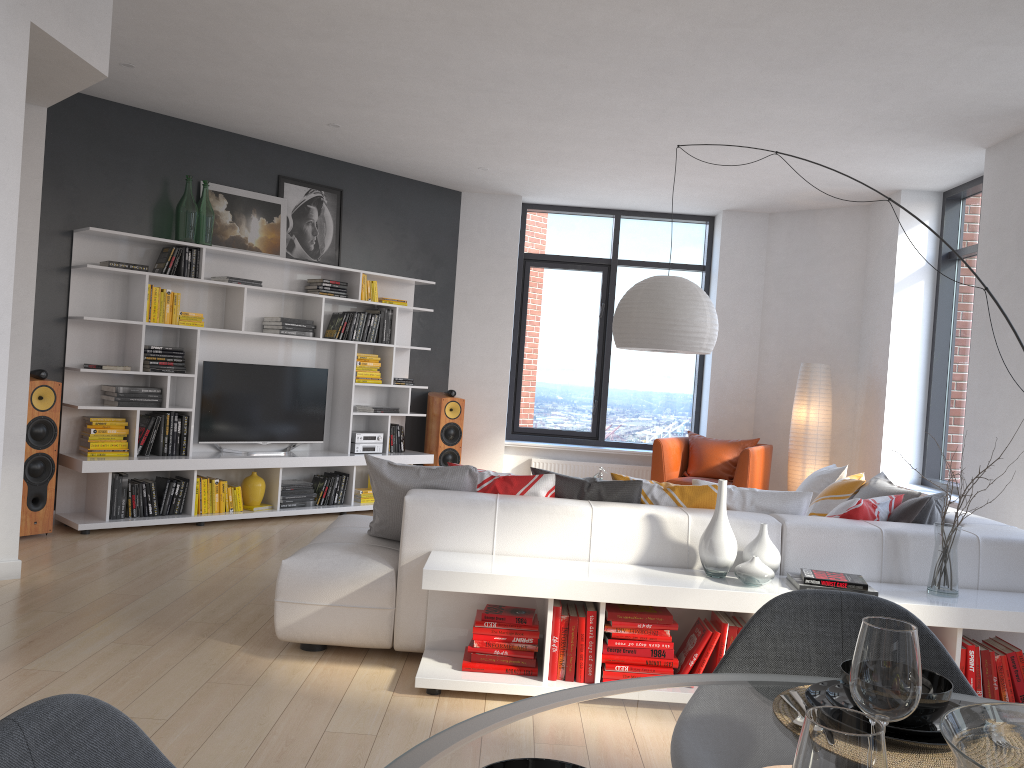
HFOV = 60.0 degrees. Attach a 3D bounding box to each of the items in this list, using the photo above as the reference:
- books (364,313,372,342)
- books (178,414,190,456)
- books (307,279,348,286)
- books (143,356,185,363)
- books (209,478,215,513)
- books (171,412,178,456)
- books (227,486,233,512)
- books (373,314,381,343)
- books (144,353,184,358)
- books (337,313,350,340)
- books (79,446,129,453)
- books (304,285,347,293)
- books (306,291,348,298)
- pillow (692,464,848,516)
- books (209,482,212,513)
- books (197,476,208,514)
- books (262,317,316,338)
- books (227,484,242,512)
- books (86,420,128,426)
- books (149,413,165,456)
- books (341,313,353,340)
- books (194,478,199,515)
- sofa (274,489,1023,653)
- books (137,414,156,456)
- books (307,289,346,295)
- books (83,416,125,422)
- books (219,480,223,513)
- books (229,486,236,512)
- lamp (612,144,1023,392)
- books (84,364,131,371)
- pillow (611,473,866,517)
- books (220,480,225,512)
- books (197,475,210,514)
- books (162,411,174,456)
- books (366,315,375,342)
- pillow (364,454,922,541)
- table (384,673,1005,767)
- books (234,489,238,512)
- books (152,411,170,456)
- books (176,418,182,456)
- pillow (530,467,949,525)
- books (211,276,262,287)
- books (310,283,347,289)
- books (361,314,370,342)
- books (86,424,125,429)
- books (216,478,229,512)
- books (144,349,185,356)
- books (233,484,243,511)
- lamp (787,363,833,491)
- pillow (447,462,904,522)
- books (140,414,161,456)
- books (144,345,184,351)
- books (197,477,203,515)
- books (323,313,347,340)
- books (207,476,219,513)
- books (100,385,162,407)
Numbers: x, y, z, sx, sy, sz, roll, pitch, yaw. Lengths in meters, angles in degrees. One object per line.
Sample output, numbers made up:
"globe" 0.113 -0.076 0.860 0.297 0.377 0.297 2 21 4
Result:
"books" -1.303 -0.487 7.662 0.192 0.254 0.075 5 1 44
"books" -2.481 0.374 6.589 0.051 0.297 0.230 3 1 -45
"books" -1.546 -0.847 7.427 0.209 0.030 0.266 5 1 39
"books" -2.557 -0.182 6.460 0.284 0.030 0.214 4 1 -36
"books" -2.276 0.831 6.649 0.041 0.252 0.180 3 1 -45
"books" -2.535 0.363 6.541 0.034 0.315 0.239 3 1 -45
"books" -2.173 0.870 6.749 0.056 0.188 0.138 3 1 -45
"books" -1.232 -0.486 7.731 0.066 0.260 0.197 3 1 -45
"books" -2.559 -0.208 6.462 0.264 0.020 0.189 3 1 -41
"books" -1.470 -0.486 7.501 0.096 0.234 0.187 3 1 -44
"books" -2.867 0.458 6.227 0.269 0.025 0.213 3 1 -42
"books" -1.561 -0.794 7.439 0.284 0.030 0.214 3 1 -41
"books" -1.549 -0.742 7.422 0.284 0.030 0.214 3 1 -41
"pillow" 1.529 0.686 5.036 0.580 0.456 2.156 4 1 26
"books" -2.289 0.844 6.631 0.156 0.230 0.042 5 1 44
"books" -2.336 0.825 6.610 0.066 0.258 0.198 3 1 -45
"books" -1.810 -0.460 7.208 0.277 0.137 0.343 5 1 40
"books" -2.124 0.870 6.792 0.067 0.193 0.148 3 1 -44
"books" -2.853 0.274 6.244 0.234 0.024 0.171 3 1 -41
"books" -2.597 0.367 6.469 0.028 0.301 0.213 3 1 -45
"books" -1.438 -0.484 7.514 0.169 0.233 0.081 5 1 44
"books" -2.370 0.817 6.538 0.029 0.270 0.204 3 1 -45
"sofa" 0.696 0.899 5.068 3.424 0.732 2.614 4 1 0
"books" -2.692 0.368 6.398 0.142 0.284 0.232 3 1 -45
"books" -1.551 -0.767 7.423 0.189 0.020 0.264 5 1 44
"books" -2.875 0.247 6.253 0.234 0.024 0.171 3 1 -41
"books" -2.230 0.840 6.682 0.169 0.240 0.043 5 1 44
"books" -2.153 0.871 6.758 0.046 0.187 0.134 3 1 -45
"lamp" 1.936 0.035 4.372 3.199 2.647 0.710 5 1 36
"books" -2.824 -0.116 6.193 0.266 0.030 0.209 5 1 39
"pillow" 1.329 0.693 4.787 2.095 0.440 0.630 3 1 -43
"books" -2.227 0.842 6.713 0.171 0.235 0.043 5 1 43
"books" -2.313 0.823 6.630 0.038 0.267 0.202 3 1 -44
"books" -2.556 0.356 6.520 0.026 0.326 0.237 3 1 -45
"books" -1.275 -0.480 7.671 0.179 0.243 0.071 5 1 44
"pillow" 0.707 0.631 4.578 2.953 0.453 0.647 4 1 -12
"table" 0.510 0.908 0.827 1.499 0.764 1.499 4 1 -11
"books" -2.132 0.883 6.763 0.113 0.169 0.049 5 1 44
"books" -2.578 0.360 6.495 0.034 0.314 0.237 3 1 -45
"books" -2.509 0.384 6.560 0.028 0.272 0.200 3 1 -45
"pillow" 1.127 0.669 4.252 2.120 0.436 0.608 4 1 -4
"books" -2.126 -0.785 6.842 0.250 0.047 0.310 5 1 41
"books" -1.537 -0.820 7.422 0.246 0.026 0.180 3 1 -42
"books" -1.301 -0.479 7.628 0.069 0.242 0.172 3 1 -44
"books" -2.863 0.297 6.241 0.238 0.023 0.167 4 1 -29
"books" -2.211 0.843 6.742 0.172 0.235 0.056 5 1 44
"books" -2.567 -0.234 6.479 0.284 0.030 0.214 4 1 -36
"books" -2.113 0.870 6.815 0.046 0.193 0.149 3 1 -44
"lamp" 2.710 0.603 7.609 0.502 1.550 0.804 4 1 -39
"pillow" 0.799 0.672 4.246 2.250 0.449 0.575 4 1 -2
"books" -2.642 0.368 6.422 0.210 0.289 0.100 5 1 44
"books" -2.545 -0.260 6.460 0.246 0.026 0.180 4 1 -37
"books" -2.357 0.817 6.580 0.048 0.271 0.213 3 1 -45
"books" -1.490 -0.488 7.474 0.104 0.234 0.182 3 1 -45
"books" -2.266 0.832 6.674 0.185 0.252 0.055 5 1 44
"books" -2.726 0.087 6.351 0.343 0.137 0.277 3 1 -45
